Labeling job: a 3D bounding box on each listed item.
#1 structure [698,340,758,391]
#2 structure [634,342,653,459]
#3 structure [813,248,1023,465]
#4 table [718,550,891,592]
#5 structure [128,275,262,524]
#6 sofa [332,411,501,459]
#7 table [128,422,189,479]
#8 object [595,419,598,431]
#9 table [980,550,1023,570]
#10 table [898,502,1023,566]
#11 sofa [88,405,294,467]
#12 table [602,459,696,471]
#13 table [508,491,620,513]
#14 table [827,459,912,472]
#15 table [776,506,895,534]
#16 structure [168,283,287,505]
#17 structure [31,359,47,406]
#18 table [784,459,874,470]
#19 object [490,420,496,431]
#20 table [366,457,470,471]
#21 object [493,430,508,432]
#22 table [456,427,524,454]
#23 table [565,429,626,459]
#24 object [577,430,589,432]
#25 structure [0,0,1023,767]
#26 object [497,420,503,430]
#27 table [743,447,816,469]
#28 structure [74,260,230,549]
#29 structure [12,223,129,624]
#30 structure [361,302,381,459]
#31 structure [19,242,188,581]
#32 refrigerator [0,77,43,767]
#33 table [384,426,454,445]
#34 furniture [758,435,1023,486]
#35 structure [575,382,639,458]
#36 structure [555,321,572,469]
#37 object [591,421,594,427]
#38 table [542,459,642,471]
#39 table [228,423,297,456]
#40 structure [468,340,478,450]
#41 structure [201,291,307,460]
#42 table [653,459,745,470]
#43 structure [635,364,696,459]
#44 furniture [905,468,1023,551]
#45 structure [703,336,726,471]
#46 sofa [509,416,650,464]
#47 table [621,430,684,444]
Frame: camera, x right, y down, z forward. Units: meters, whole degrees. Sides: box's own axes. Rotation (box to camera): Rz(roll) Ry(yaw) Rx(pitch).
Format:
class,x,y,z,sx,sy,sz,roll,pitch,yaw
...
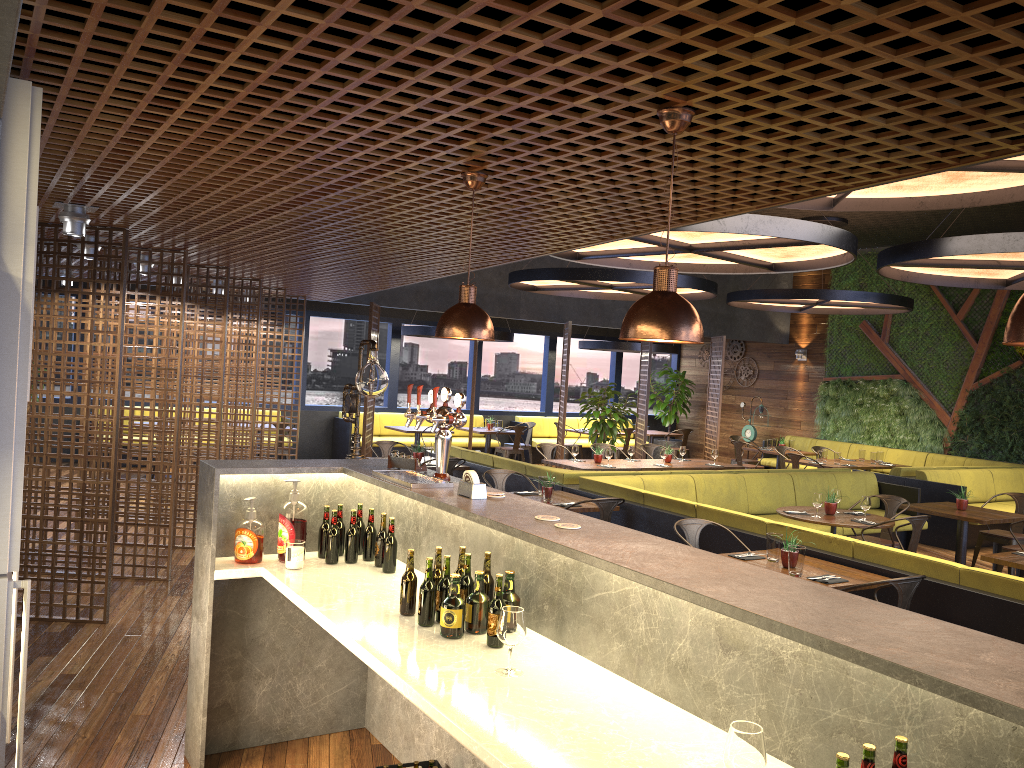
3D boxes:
class,x,y,z,sx,sy,sz,roll,pitch,yaw
structure,4.665,-0.437,19.300,0.058,1.178,1.791,3,1,-32
structure,2.281,0.401,15.491,0.050,2.700,0.852,3,1,-2
structure,8.310,-0.137,13.307,0.918,4.593,9.182,3,1,-33
table,1.720,1.543,5.618,0.887,0.763,0.906,3,1,-32
structure,-3.465,0.175,9.657,1.319,2.700,0.050,3,1,-2
sofa,-1.724,1.030,16.624,3.061,0.914,0.966,3,1,-32
table,-5.093,0.977,12.996,0.887,0.763,0.906,3,1,-32
object,1.625,0.779,17.137,0.238,0.271,0.260,3,1,-10
table,4.010,1.666,6.337,0.906,0.763,0.887,3,1,-32
table,4.500,1.643,8.869,0.887,0.763,0.906,3,1,-32
sofa,-5.184,0.865,14.479,3.061,0.914,0.966,3,1,-32
table,1.740,1.419,11.622,0.906,0.763,0.887,3,1,-32
table,0.304,1.409,7.913,0.887,0.763,0.906,3,1,-32
table,5.510,1.603,13.781,0.887,0.763,0.906,3,1,-32
table,2.881,1.563,7.995,1.007,0.760,1.007,4,1,6
structure,-3.501,0.147,10.860,1.319,2.700,0.050,3,1,-2
structure,-7.436,0.336,12.966,0.993,1.763,1.166,4,1,29
table,4.718,1.565,13.290,0.887,0.763,0.906,3,1,-32
object,-0.340,0.735,15.722,0.102,0.178,0.102,5,2,44
table,-1.116,1.276,10.205,0.887,0.763,0.906,3,1,-32
object,-0.218,0.825,15.616,0.255,0.019,0.157,3,1,-32
table,-0.423,1.200,15.896,0.906,0.763,0.887,3,1,-32
table,1.615,1.297,17.159,0.906,0.763,0.887,3,1,-32
object,1.357,0.891,17.010,0.157,0.019,0.255,3,1,-32
structure,0.299,0.570,1.578,2.700,2.700,9.298,3,1,-32
object,-0.217,0.739,15.911,0.102,0.178,0.102,5,2,44
table,4.579,1.517,15.188,0.887,0.763,0.906,3,1,-32
structure,-3.430,0.202,8.454,1.319,2.700,0.050,3,1,-2
structure,-3.358,0.256,6.048,1.319,2.700,0.050,3,1,-2
structure,-2.050,0.195,12.807,0.050,2.700,0.852,3,1,-2
structure,-3.394,0.229,7.251,1.319,2.700,0.050,3,1,-2
refrigerator,-1.835,0.181,2.877,0.454,2.109,1.159,3,1,-32
table,-1.611,1.143,15.155,0.887,0.763,0.906,3,1,-32
furniture,5.235,1.498,14.356,3.378,0.916,4.755,3,1,-32
structure,1.452,0.848,14.241,0.993,1.763,1.166,4,1,29
structure,0.837,0.333,14.597,0.050,2.700,0.852,3,1,-2
object,1.581,0.819,17.318,0.102,0.178,0.102,5,2,44
table,0.970,1.383,11.145,0.906,0.763,0.887,3,1,-32
table,-3.904,1.034,13.733,0.887,0.763,0.906,3,1,-32
structure,-0.606,0.264,13.702,0.050,2.700,0.852,3,1,-2
structure,-3.537,0.120,12.063,1.319,2.700,0.050,3,1,-2
table,2.505,1.456,12.102,0.906,0.763,0.887,3,1,-32
structure,3.478,0.647,19.622,1.493,2.184,1.272,3,1,-32
furniture,7.665,1.727,10.414,3.372,0.914,4.503,3,1,-32
structure,3.725,0.470,16.386,0.050,2.700,0.852,3,1,-2
sofa,1.494,1.184,18.619,3.061,0.914,0.966,3,1,-32
table,2.805,1.354,17.892,0.887,0.763,0.906,3,1,-32
